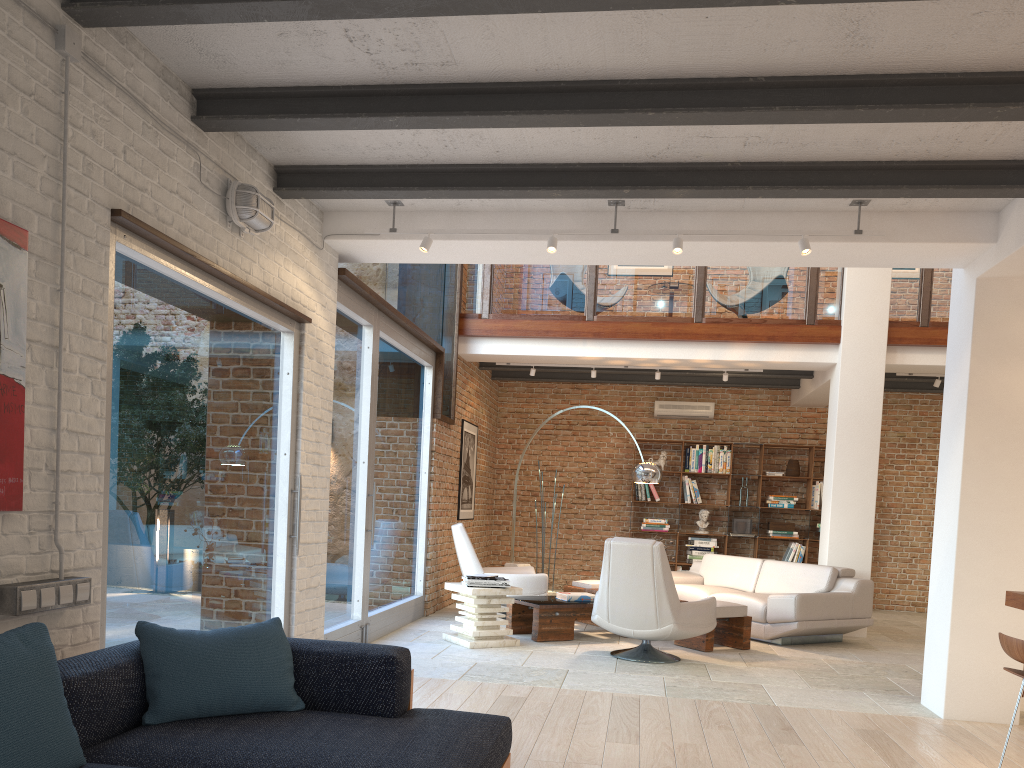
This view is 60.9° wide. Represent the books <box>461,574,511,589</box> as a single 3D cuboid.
[{"bbox_3d":[-0.237,1.708,7.588,0.390,0.079,0.572,4,-8,-7],"label":"books"}]

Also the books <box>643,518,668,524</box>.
[{"bbox_3d":[2.004,1.911,12.159,0.326,0.055,0.257,1,-7,11],"label":"books"}]

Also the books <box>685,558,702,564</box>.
[{"bbox_3d":[2.613,2.459,12.074,0.379,0.064,0.246,2,-7,3],"label":"books"}]

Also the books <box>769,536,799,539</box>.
[{"bbox_3d":[3.708,2.094,11.917,0.355,0.020,0.274,2,-8,7],"label":"books"}]

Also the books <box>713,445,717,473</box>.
[{"bbox_3d":[2.791,1.047,12.020,0.036,0.382,0.244,3,0,9],"label":"books"}]

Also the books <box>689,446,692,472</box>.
[{"bbox_3d":[2.463,1.050,12.064,0.021,0.358,0.273,3,-1,9],"label":"books"}]

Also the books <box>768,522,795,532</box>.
[{"bbox_3d":[3.675,1.948,11.904,0.335,0.118,0.215,2,-5,8],"label":"books"}]

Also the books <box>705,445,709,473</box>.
[{"bbox_3d":[2.677,1.042,12.023,0.036,0.382,0.244,3,0,9],"label":"books"}]

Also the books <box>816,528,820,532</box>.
[{"bbox_3d":[4.322,1.986,11.830,0.326,0.055,0.257,2,-7,8],"label":"books"}]

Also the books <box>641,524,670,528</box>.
[{"bbox_3d":[1.992,1.975,12.145,0.379,0.036,0.246,3,-8,2],"label":"books"}]

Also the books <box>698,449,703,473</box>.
[{"bbox_3d":[2.594,1.068,12.047,0.055,0.329,0.255,3,-1,9],"label":"books"}]

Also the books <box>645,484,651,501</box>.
[{"bbox_3d":[1.880,1.447,12.153,0.121,0.380,0.244,3,0,9],"label":"books"}]

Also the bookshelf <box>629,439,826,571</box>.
[{"bbox_3d":[3.156,1.921,11.970,3.030,2.199,0.364,2,2,8],"label":"bookshelf"}]

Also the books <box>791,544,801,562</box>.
[{"bbox_3d":[3.856,2.353,11.904,0.098,0.354,0.273,3,-1,9],"label":"books"}]

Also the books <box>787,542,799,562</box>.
[{"bbox_3d":[3.802,2.342,11.902,0.161,0.372,0.244,3,0,9],"label":"books"}]

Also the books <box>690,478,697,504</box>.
[{"bbox_3d":[2.503,1.485,12.076,0.124,0.348,0.273,3,-1,9],"label":"books"}]

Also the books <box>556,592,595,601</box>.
[{"bbox_3d":[0.612,2.001,8.195,0.328,0.056,0.256,6,-8,-21],"label":"books"}]

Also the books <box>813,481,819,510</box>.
[{"bbox_3d":[4.109,1.512,11.821,0.036,0.382,0.244,3,0,9],"label":"books"}]

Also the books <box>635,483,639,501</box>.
[{"bbox_3d":[1.738,1.442,12.179,0.091,0.383,0.244,3,0,9],"label":"books"}]

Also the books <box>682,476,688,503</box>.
[{"bbox_3d":[2.394,1.465,12.096,0.101,0.383,0.244,3,0,9],"label":"books"}]

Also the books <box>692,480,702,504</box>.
[{"bbox_3d":[2.548,1.493,12.056,0.158,0.328,0.255,3,-1,9],"label":"books"}]

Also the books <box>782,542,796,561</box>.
[{"bbox_3d":[3.764,2.345,11.931,0.163,0.371,0.244,3,0,9],"label":"books"}]

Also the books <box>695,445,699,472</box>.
[{"bbox_3d":[2.546,1.037,12.038,0.036,0.382,0.244,3,0,9],"label":"books"}]

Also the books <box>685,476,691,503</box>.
[{"bbox_3d":[2.427,1.464,12.068,0.103,0.382,0.244,3,0,9],"label":"books"}]

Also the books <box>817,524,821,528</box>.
[{"bbox_3d":[4.308,1.930,11.830,0.326,0.055,0.257,0,-8,18],"label":"books"}]

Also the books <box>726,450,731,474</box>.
[{"bbox_3d":[2.969,1.080,11.998,0.055,0.329,0.255,3,-1,9],"label":"books"}]

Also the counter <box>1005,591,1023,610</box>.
[{"bbox_3d":[3.028,1.314,2.907,1.684,0.914,2.518,2,-7,9],"label":"counter"}]

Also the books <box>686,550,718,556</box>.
[{"bbox_3d":[2.629,2.340,12.070,0.380,0.064,0.246,3,-7,-5],"label":"books"}]

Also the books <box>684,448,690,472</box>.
[{"bbox_3d":[2.424,1.063,12.071,0.055,0.329,0.255,3,-1,9],"label":"books"}]

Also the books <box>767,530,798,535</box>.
[{"bbox_3d":[3.681,2.025,11.898,0.379,0.036,0.246,2,-8,7],"label":"books"}]

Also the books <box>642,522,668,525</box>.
[{"bbox_3d":[1.995,1.950,12.164,0.355,0.020,0.274,2,-8,7],"label":"books"}]

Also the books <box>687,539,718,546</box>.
[{"bbox_3d":[2.637,2.201,12.082,0.379,0.064,0.246,2,-7,3],"label":"books"}]

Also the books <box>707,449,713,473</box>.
[{"bbox_3d":[2.719,1.068,12.003,0.055,0.329,0.255,3,-1,9],"label":"books"}]

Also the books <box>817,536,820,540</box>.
[{"bbox_3d":[4.334,2.097,11.822,0.326,0.055,0.257,1,-7,11],"label":"books"}]

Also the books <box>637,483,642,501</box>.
[{"bbox_3d":[1.776,1.444,12.181,0.091,0.383,0.244,3,0,9],"label":"books"}]

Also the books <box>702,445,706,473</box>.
[{"bbox_3d":[2.639,1.039,12.018,0.036,0.382,0.244,3,0,9],"label":"books"}]

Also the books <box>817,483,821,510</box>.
[{"bbox_3d":[4.138,1.528,11.828,0.021,0.358,0.273,3,-1,9],"label":"books"}]

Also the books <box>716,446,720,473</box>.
[{"bbox_3d":[2.826,1.046,12.001,0.036,0.382,0.244,3,0,9],"label":"books"}]

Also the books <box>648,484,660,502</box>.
[{"bbox_3d":[1.973,1.484,12.165,0.194,0.318,0.255,3,-1,9],"label":"books"}]

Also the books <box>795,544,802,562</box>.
[{"bbox_3d":[3.878,2.357,11.911,0.098,0.354,0.273,3,-1,9],"label":"books"}]

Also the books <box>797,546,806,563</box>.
[{"bbox_3d":[3.919,2.365,11.890,0.116,0.333,0.255,3,-1,9],"label":"books"}]

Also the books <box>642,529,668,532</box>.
[{"bbox_3d":[1.989,2.043,12.162,0.355,0.020,0.274,2,-8,8],"label":"books"}]

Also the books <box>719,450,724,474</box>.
[{"bbox_3d":[2.870,1.074,11.990,0.055,0.329,0.255,3,-1,9],"label":"books"}]

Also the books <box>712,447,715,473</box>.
[{"bbox_3d":[2.760,1.058,12.011,0.021,0.358,0.273,3,-1,9],"label":"books"}]

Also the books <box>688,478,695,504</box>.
[{"bbox_3d":[2.481,1.483,12.070,0.124,0.348,0.273,3,-1,9],"label":"books"}]

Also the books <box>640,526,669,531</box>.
[{"bbox_3d":[1.981,2.013,12.155,0.379,0.036,0.246,2,-8,4],"label":"books"}]

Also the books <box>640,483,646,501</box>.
[{"bbox_3d":[1.829,1.473,12.194,0.102,0.333,0.255,3,-1,9],"label":"books"}]

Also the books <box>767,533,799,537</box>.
[{"bbox_3d":[3.698,2.067,11.932,0.379,0.036,0.246,2,-8,4],"label":"books"}]

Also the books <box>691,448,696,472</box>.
[{"bbox_3d":[2.498,1.063,12.042,0.055,0.329,0.255,3,-1,9],"label":"books"}]

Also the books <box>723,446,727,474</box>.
[{"bbox_3d":[2.919,1.049,11.987,0.036,0.382,0.244,3,0,9],"label":"books"}]
